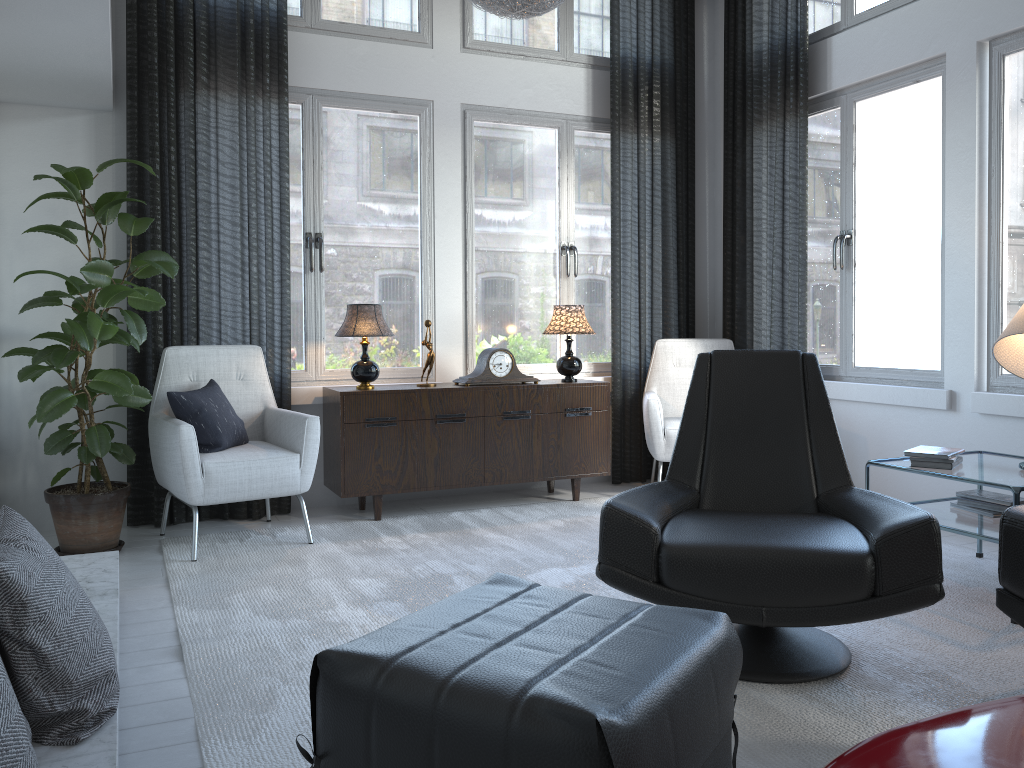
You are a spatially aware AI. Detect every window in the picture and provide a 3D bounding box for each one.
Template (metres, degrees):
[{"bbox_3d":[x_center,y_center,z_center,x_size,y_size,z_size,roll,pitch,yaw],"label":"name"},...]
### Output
[{"bbox_3d":[2.262,-1.088,3.157,0.133,2.320,1.269,-1,2,-24],"label":"window"},{"bbox_3d":[1.689,-1.169,4.454,0.133,2.320,1.269,-1,2,-24],"label":"window"},{"bbox_3d":[0.307,-1.194,4.977,1.268,2.320,0.133,-1,2,-24],"label":"window"},{"bbox_3d":[-0.990,-1.148,4.404,1.268,2.320,0.133,-1,2,-24],"label":"window"}]

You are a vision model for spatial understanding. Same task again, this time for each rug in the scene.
[{"bbox_3d":[1.419,0.826,0.831,2.955,0.032,7.779,-2,4,-24],"label":"rug"}]

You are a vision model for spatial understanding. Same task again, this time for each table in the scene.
[{"bbox_3d":[0.917,0.667,1.061,0.942,0.300,0.940,-2,4,-24],"label":"table"},{"bbox_3d":[1.642,0.484,3.008,0.593,0.410,0.594,-2,3,-24],"label":"table"}]

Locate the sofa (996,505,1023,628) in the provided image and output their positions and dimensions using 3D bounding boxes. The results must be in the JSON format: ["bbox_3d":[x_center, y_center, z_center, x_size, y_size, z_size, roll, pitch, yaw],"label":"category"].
[{"bbox_3d":[2.019,0.466,1.570,0.937,0.616,1.907,-2,4,-24],"label":"sofa"}]

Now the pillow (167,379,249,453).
[{"bbox_3d":[-1.274,0.135,3.740,0.252,0.295,0.357,0,3,3],"label":"pillow"}]

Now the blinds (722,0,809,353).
[{"bbox_3d":[1.842,-1.003,3.760,0.189,3.274,3.216,-1,3,-24],"label":"blinds"}]

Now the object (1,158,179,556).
[{"bbox_3d":[-1.639,-0.110,3.483,0.936,1.588,0.640,0,2,22],"label":"object"}]

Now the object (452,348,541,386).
[{"bbox_3d":[-0.078,-0.091,4.456,0.406,0.180,0.181,-2,3,-24],"label":"object"}]

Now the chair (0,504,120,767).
[{"bbox_3d":[-0.902,0.469,1.546,0.391,0.431,1.338,-1,4,-23],"label":"chair"}]

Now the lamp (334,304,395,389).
[{"bbox_3d":[-0.692,-0.176,4.168,0.280,0.397,0.281,0,2,2],"label":"lamp"}]

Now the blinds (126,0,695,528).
[{"bbox_3d":[-0.289,-1.042,4.573,3.213,3.274,0.189,-2,2,-24],"label":"blinds"}]

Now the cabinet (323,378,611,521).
[{"bbox_3d":[-0.207,0.308,4.444,1.399,0.612,0.386,-2,3,-24],"label":"cabinet"}]

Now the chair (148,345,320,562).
[{"bbox_3d":[-1.196,0.249,3.782,0.594,0.822,0.613,-2,3,-34],"label":"chair"}]

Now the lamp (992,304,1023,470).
[{"bbox_3d":[2.095,0.196,2.636,1.168,1.014,0.475,2,3,40],"label":"lamp"}]

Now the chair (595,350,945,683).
[{"bbox_3d":[0.702,0.316,2.525,0.840,0.809,0.806,0,3,14],"label":"chair"}]

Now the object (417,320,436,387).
[{"bbox_3d":[-0.418,-0.151,4.321,0.096,0.324,0.096,-1,2,-24],"label":"object"}]

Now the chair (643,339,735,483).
[{"bbox_3d":[0.998,0.173,4.735,0.594,0.822,0.613,0,2,6],"label":"chair"}]

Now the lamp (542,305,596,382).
[{"bbox_3d":[0.297,-0.211,4.605,0.280,0.397,0.281,0,2,2],"label":"lamp"}]

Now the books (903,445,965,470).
[{"bbox_3d":[1.472,0.256,3.086,0.161,0.050,0.215,2,5,38],"label":"books"}]

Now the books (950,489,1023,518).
[{"bbox_3d":[1.672,0.417,3.090,0.177,0.053,0.231,-2,4,-20],"label":"books"}]

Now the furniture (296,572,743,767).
[{"bbox_3d":[0.036,0.609,1.556,0.614,0.377,0.599,1,4,30],"label":"furniture"}]

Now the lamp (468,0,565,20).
[{"bbox_3d":[0.020,-1.975,3.188,0.513,1.305,0.515,-1,2,-29],"label":"lamp"}]
